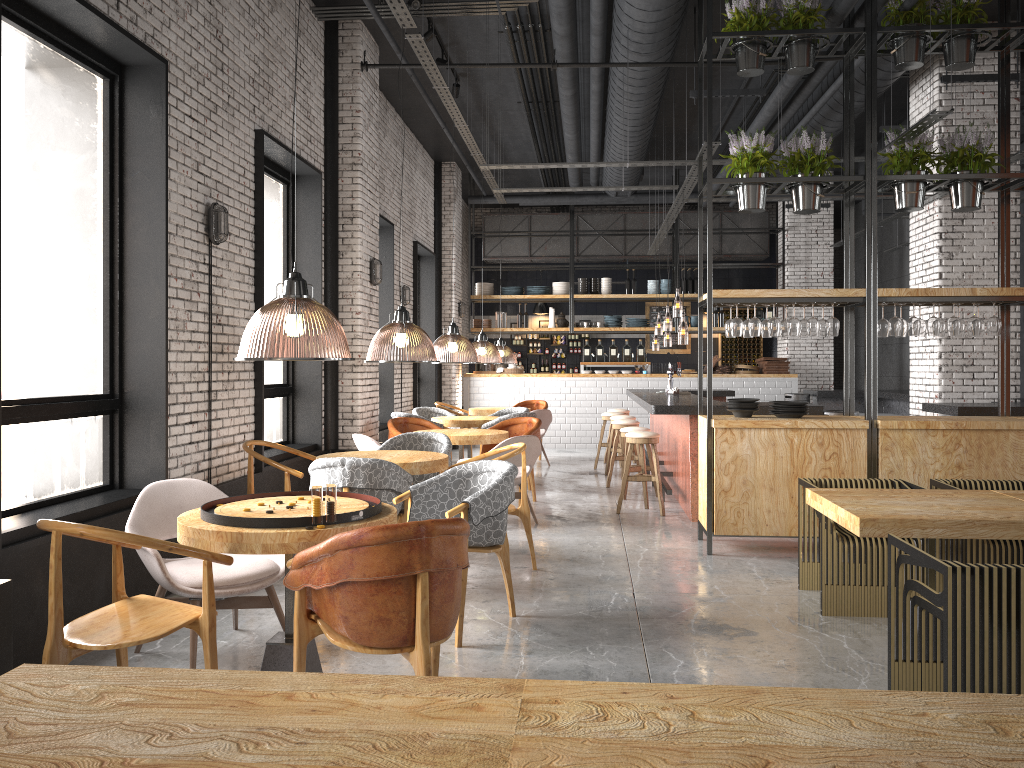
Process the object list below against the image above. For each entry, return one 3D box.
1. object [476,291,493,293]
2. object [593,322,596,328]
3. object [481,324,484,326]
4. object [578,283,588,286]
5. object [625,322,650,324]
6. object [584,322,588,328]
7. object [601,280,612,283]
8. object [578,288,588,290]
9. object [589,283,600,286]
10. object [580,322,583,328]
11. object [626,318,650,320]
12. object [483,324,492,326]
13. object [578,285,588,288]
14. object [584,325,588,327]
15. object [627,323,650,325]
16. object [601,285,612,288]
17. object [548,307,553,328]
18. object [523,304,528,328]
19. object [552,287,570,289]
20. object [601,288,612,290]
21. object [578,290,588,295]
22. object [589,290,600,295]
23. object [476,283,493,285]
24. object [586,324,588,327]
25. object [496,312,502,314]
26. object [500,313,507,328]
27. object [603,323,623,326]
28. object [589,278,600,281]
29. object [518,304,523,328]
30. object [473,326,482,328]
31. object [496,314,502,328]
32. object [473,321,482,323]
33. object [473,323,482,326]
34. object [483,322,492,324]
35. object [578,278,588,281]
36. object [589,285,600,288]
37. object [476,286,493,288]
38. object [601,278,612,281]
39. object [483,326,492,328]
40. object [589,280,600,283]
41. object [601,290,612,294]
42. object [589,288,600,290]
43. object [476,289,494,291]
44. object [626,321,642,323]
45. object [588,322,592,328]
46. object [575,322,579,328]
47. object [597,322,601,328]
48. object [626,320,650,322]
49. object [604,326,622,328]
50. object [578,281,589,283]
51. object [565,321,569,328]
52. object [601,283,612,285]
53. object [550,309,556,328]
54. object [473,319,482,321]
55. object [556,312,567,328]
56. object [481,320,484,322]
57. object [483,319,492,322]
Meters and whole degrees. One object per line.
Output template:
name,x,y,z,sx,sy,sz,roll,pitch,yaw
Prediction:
object,-0.512,-1.708,16.548,0.335,0.044,0.334,-1,1,-28
object,1.502,-1.072,16.150,0.072,0.097,0.072,0,0,14
object,-0.603,-1.104,16.688,0.157,0.053,0.168,0,1,5
object,1.315,-1.812,16.391,0.196,0.100,0.196,-1,1,-29
object,2.312,-1.115,16.298,0.453,0.062,0.454,-1,2,-41
object,1.344,-1.072,16.163,0.072,0.097,0.072,0,1,45
object,1.739,-1.855,16.354,0.196,0.100,0.196,0,1,1
object,1.313,-1.723,16.393,0.196,0.104,0.196,-1,1,-31
object,1.525,-1.811,16.371,0.196,0.102,0.196,0,1,16
object,1.265,-1.072,16.170,0.072,0.097,0.072,0,0,27
object,2.316,-1.185,16.298,0.453,0.062,0.454,0,1,20
object,-0.462,-1.101,16.568,0.157,0.053,0.168,0,1,10
object,1.314,-1.767,16.393,0.196,0.102,0.196,1,1,34
object,1.374,-1.079,16.513,0.072,0.097,0.072,0,0,-6
object,2.315,-1.090,16.299,0.453,0.050,0.454,1,1,25
object,1.740,-1.767,16.351,0.196,0.104,0.196,1,1,40
object,0.731,-1.227,16.515,0.126,0.394,0.126,0,0,45
object,0.260,-1.268,16.628,0.098,0.471,0.098,0,0,-17
object,0.912,-1.759,16.422,0.334,0.039,0.335,0,1,13
object,1.737,-1.723,16.352,0.196,0.104,0.196,0,1,-19
object,1.314,-1.679,16.393,0.196,0.102,0.196,0,1,17
object,1.525,-1.679,16.376,0.196,0.104,0.196,1,1,41
object,-0.511,-1.840,16.548,0.335,0.042,0.334,0,1,1
object,1.354,-1.074,16.280,0.072,0.097,0.072,0,0,6
object,-0.230,-1.191,16.583,0.126,0.313,0.179,0,0,38
object,-0.151,-1.173,16.430,0.118,0.293,0.169,0,0,10
object,1.863,-1.080,16.341,0.373,0.067,0.372,0,1,-14
object,1.526,-1.900,16.375,0.196,0.103,0.196,0,1,-19
object,0.153,-1.268,16.637,0.098,0.471,0.098,0,0,-17
object,-0.641,-1.054,16.436,0.157,0.053,0.168,0,1,5
object,-0.227,-1.160,16.330,0.106,0.264,0.152,0,0,33
object,-0.641,-1.135,16.436,0.157,0.053,0.168,0,1,5
object,-0.641,-1.099,16.436,0.157,0.053,0.168,0,1,5
object,-0.462,-1.137,16.568,0.157,0.053,0.168,0,1,10
object,1.312,-1.901,16.393,0.196,0.105,0.196,0,1,26
object,1.527,-1.768,16.369,0.196,0.107,0.196,0,1,-23
object,-0.511,-1.800,16.547,0.335,0.035,0.335,0,1,-19
object,1.740,-1.900,16.357,0.196,0.103,0.196,0,1,-17
object,-0.462,-1.056,16.568,0.157,0.053,0.168,0,1,10
object,1.526,-1.856,16.371,0.196,0.102,0.196,0,1,-2
object,1.740,-1.678,16.351,0.196,0.105,0.196,0,1,-17
object,1.526,-1.723,16.374,0.196,0.101,0.196,0,1,24
object,-0.512,-1.746,16.548,0.334,0.038,0.335,1,1,30
object,2.315,-1.139,16.297,0.454,0.065,0.452,-1,1,-32
object,1.425,-1.072,16.156,0.072,0.097,0.072,0,0,25
object,1.188,-1.072,16.177,0.072,0.097,0.072,0,0,28
object,1.581,-1.071,16.143,0.072,0.097,0.072,0,1,37
object,2.313,-1.161,16.298,0.454,0.048,0.454,1,1,32
object,1.864,-1.044,16.339,0.335,0.033,0.335,-1,1,-26
object,1.320,-1.857,16.389,0.196,0.107,0.196,1,1,33
object,0.967,-1.138,16.558,0.203,0.213,0.203,1,1,43
object,1.738,-1.811,16.357,0.196,0.103,0.196,0,1,22
object,0.753,-1.208,16.362,0.132,0.360,0.127,0,0,30
object,-0.641,-1.176,16.436,0.157,0.053,0.168,0,1,5
object,0.917,-1.183,16.361,0.196,0.305,0.196,0,0,43
object,-0.603,-1.181,16.688,0.157,0.053,0.168,0,1,5
object,-0.462,-1.179,16.568,0.157,0.053,0.168,0,1,10
